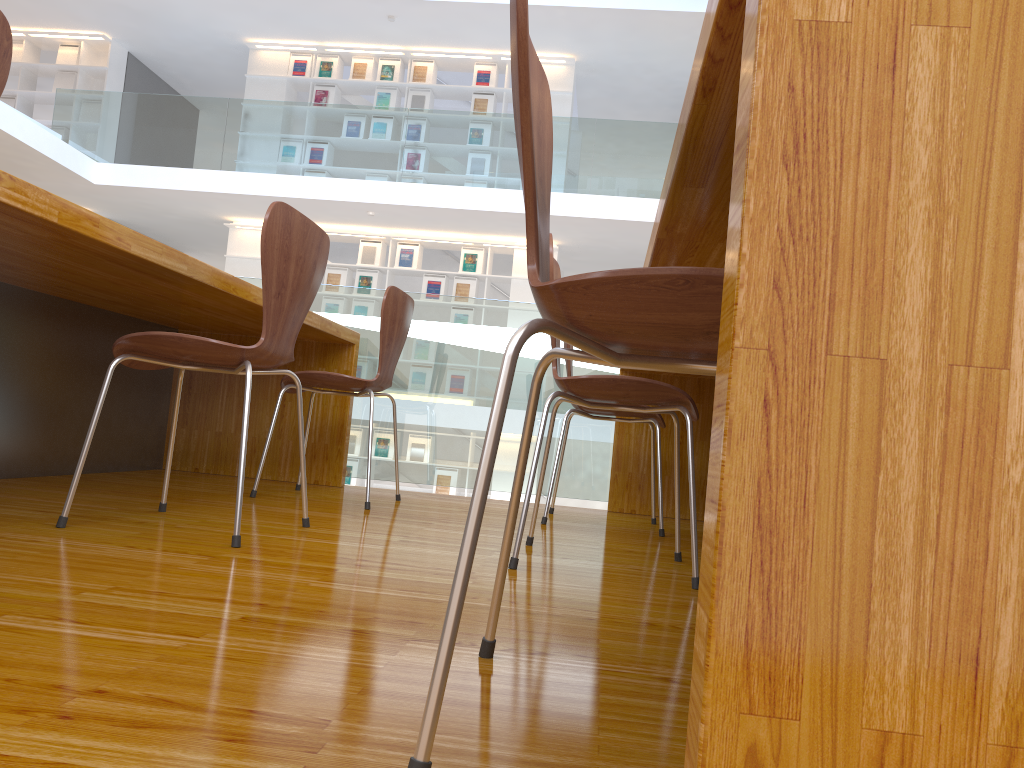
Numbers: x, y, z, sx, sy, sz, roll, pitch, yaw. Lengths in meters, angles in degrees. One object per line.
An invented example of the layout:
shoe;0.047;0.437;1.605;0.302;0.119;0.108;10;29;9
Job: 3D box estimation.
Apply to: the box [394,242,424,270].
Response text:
box;-1.132;-1.387;9.731;0.245;0.296;0.274;5;-3;6

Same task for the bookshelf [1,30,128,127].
bookshelf;-6.124;-3.205;10.342;2.984;1.836;0.498;5;-3;6

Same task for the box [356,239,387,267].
box;-1.546;-1.423;9.775;0.245;0.296;0.274;5;-3;6

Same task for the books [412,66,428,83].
books;-1.013;-3.395;9.748;0.145;0.210;0.037;5;-3;6

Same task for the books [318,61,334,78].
books;-2.069;-3.485;9.856;0.145;0.210;0.037;5;-3;6

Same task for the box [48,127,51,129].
box;-5.269;-2.811;10.300;0.245;0.296;0.274;5;-3;6

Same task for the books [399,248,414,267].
books;-1.147;-1.365;9.624;0.145;0.210;0.037;5;-3;6

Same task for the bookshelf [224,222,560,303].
bookshelf;-1.394;-0.736;9.711;3.666;1.836;0.498;5;-3;6

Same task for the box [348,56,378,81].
box;-1.658;-3.485;9.922;0.245;0.296;0.274;5;-3;6

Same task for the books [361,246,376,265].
books;-1.563;-1.400;9.667;0.145;0.210;0.037;5;-3;6

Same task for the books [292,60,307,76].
books;-2.367;-3.512;9.890;0.145;0.210;0.037;5;-3;6

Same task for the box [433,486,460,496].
box;-0.699;1.047;9.527;0.245;0.296;0.274;5;-3;6

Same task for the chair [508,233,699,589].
chair;0.232;0.053;1.967;0.381;0.693;0.428;5;-3;6

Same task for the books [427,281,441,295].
books;-0.847;-1.009;9.573;0.145;0.210;0.037;5;-3;6

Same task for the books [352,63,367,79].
books;-1.687;-3.455;9.819;0.145;0.210;0.037;5;-3;6

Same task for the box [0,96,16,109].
box;-5.892;-3.196;10.388;0.245;0.296;0.274;5;-3;6

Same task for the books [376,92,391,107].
books;-1.420;-3.110;9.766;0.145;0.210;0.037;5;-3;6

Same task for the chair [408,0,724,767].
chair;0.159;-0.017;0.852;0.381;0.693;0.428;5;-3;6

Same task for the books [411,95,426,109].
books;-1.033;-3.065;9.725;0.145;0.210;0.037;5;-3;6

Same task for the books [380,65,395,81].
books;-1.375;-3.420;9.785;0.145;0.210;0.037;5;-3;6

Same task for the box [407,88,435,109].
box;-1.018;-3.098;9.833;0.245;0.296;0.274;5;-3;6

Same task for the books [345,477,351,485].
books;-1.797;0.982;9.533;0.145;0.210;0.037;5;-3;6

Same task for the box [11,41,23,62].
box;-5.809;-3.848;10.420;0.245;0.296;0.274;5;-3;6

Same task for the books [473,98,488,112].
books;-0.344;-3.006;9.655;0.145;0.210;0.037;5;-3;6

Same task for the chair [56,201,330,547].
chair;-0.657;-0.032;1.949;0.381;0.693;0.428;5;-3;6

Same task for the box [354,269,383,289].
box;-1.583;-1.097;9.757;0.245;0.296;0.274;5;-3;6

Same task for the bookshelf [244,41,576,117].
bookshelf;-1.203;-2.771;9.827;3.666;1.836;0.498;5;-3;6

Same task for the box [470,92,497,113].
box;-0.315;-3.036;9.759;0.245;0.296;0.274;5;-3;6

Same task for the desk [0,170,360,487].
desk;-1.423;0.148;1.944;1.248;1.022;3.216;5;-3;6

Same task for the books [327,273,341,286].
books;-1.953;-1.103;9.690;0.145;0.210;0.037;5;-3;6

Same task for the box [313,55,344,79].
box;-2.058;-3.520;9.964;0.245;0.296;0.274;5;-3;6

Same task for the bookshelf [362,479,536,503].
bookshelf;-1.582;1.316;9.645;3.666;1.836;0.397;5;-3;6

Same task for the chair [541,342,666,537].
chair;0.328;0.117;2.931;0.381;0.693;0.428;5;-3;6

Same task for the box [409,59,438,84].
box;-0.984;-3.425;9.851;0.245;0.296;0.274;5;-3;6

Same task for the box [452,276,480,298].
box;-0.506;-1.002;9.643;0.245;0.296;0.274;5;-3;6

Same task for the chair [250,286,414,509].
chair;-0.561;0.032;2.914;0.381;0.693;0.428;5;-3;6

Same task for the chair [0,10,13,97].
chair;-0.804;-0.108;0.855;0.381;0.693;0.428;5;-3;6

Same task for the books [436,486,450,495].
books;-0.730;1.076;9.424;0.145;0.210;0.037;5;-3;6

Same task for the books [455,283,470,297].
books;-0.534;-0.978;9.540;0.145;0.210;0.037;5;-3;6

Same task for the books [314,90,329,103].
books;-2.119;-3.160;9.842;0.145;0.210;0.037;5;-3;6

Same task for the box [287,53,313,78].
box;-2.362;-3.544;9.996;0.245;0.296;0.274;5;-3;6

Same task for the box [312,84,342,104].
box;-2.087;-3.192;9.958;0.245;0.296;0.274;5;-3;6

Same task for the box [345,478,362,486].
box;-1.776;0.952;9.641;0.245;0.296;0.274;5;-3;6

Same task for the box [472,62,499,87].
box;-0.291;-3.364;9.778;0.245;0.296;0.274;5;-3;6

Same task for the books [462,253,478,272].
books;-0.453;-1.302;9.550;0.145;0.210;0.037;5;-3;6

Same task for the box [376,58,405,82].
box;-1.354;-3.458;9.890;0.245;0.296;0.274;5;-3;6

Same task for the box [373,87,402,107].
box;-1.392;-3.131;9.872;0.245;0.296;0.274;5;-3;6

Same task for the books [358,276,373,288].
books;-1.601;-1.072;9.650;0.145;0.210;0.037;5;-3;6

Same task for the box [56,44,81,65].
box;-5.137;-3.787;10.351;0.245;0.296;0.274;5;-3;6

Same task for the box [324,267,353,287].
box;-1.925;-1.127;9.793;0.245;0.296;0.274;5;-3;6

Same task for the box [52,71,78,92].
box;-5.169;-3.462;10.333;0.245;0.296;0.274;5;-3;6

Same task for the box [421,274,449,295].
box;-0.843;-1.034;9.679;0.245;0.296;0.274;5;-3;6

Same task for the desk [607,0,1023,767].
desk;0.617;0.124;1.830;0.760;0.606;3.356;5;-3;6

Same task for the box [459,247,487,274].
box;-0.427;-1.325;9.657;0.245;0.296;0.274;5;-3;6

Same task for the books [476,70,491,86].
books;-0.314;-3.319;9.673;0.145;0.210;0.037;5;-3;6
